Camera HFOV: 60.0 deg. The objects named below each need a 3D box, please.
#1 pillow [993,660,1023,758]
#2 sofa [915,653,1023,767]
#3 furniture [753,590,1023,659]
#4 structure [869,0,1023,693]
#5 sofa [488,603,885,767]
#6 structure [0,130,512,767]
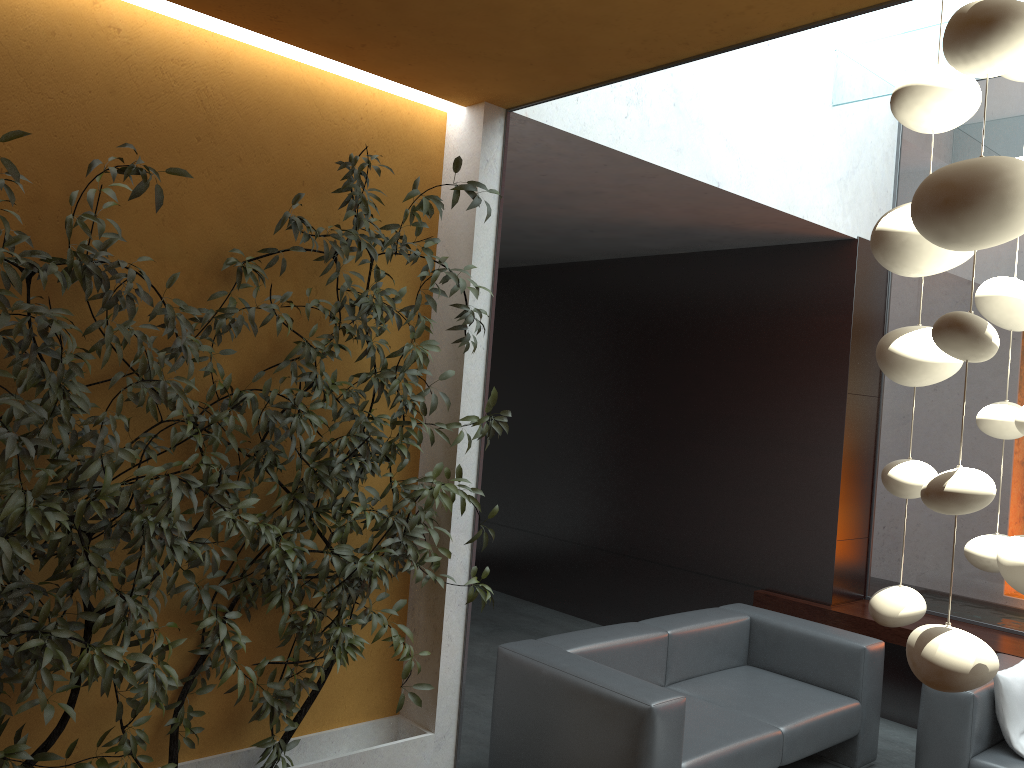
[{"bbox_3d":[2.324,1.471,4.031,0.376,0.358,0.186,5,-1,-43],"label":"pillow"},{"bbox_3d":[3.096,1.745,3.346,0.943,0.652,2.781,5,-1,-42],"label":"sofa"},{"bbox_3d":[3.878,1.616,4.038,0.600,0.109,6.000,5,-1,-42],"label":"furniture"},{"bbox_3d":[0.870,-0.353,1.220,1.002,1.529,1.002,4,-1,7],"label":"structure"},{"bbox_3d":[0.936,1.590,4.391,2.025,0.652,0.943,5,-1,-42],"label":"sofa"},{"bbox_3d":[-1.323,0.217,2.588,3.166,2.483,0.622,5,-1,-43],"label":"structure"}]
